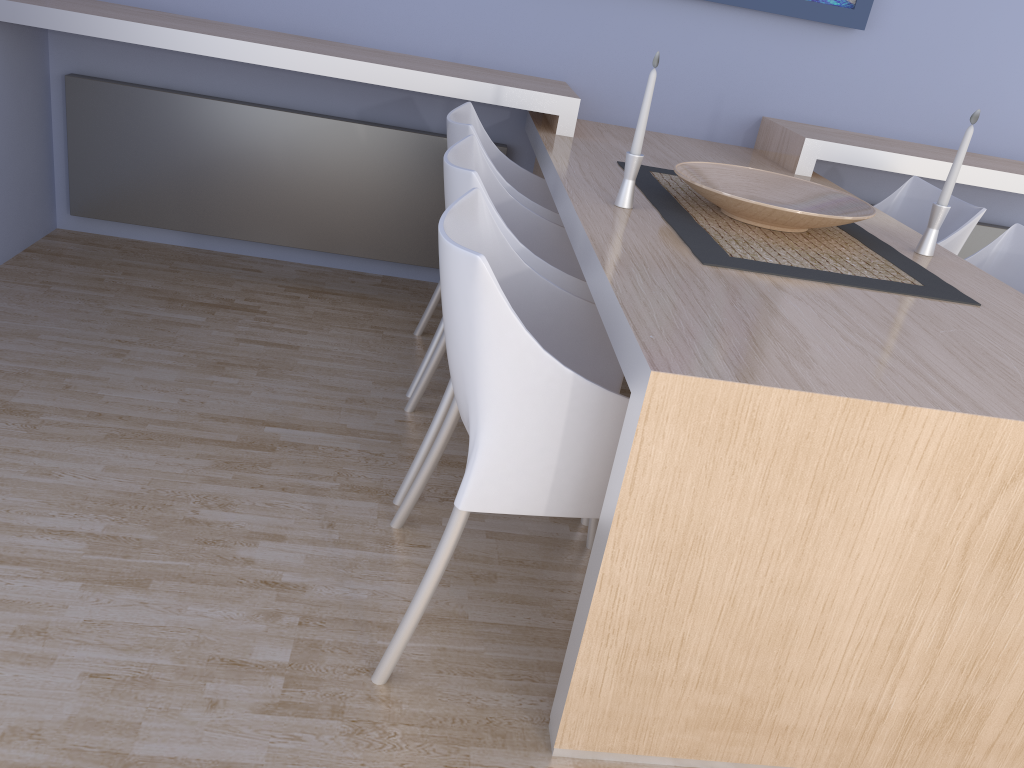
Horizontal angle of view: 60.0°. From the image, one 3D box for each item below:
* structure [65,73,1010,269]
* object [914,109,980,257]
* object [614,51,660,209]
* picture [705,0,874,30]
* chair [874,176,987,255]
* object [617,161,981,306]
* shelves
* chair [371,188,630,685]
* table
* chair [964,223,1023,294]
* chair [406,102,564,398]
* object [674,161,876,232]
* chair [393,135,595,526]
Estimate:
[{"bbox_3d":[0.289,-0.617,3.451,3.843,0.503,0.064,7,25,-7],"label":"structure"},{"bbox_3d":[1.039,-0.476,2.104,0.045,0.349,0.045,7,25,-7],"label":"object"},{"bbox_3d":[0.291,-0.574,2.012,0.045,0.349,0.045,26,29,31],"label":"object"},{"bbox_3d":[0.721,-1.760,2.936,1.252,0.901,0.049,7,25,-7],"label":"picture"},{"bbox_3d":[1.107,-0.260,2.865,0.486,0.793,0.510,7,25,-7],"label":"chair"},{"bbox_3d":[0.631,-0.408,2.210,0.594,0.005,0.986,7,25,-7],"label":"object"},{"bbox_3d":[0.247,-0.624,3.245,3.901,0.840,0.463,7,25,-7],"label":"shelves"},{"bbox_3d":[0.042,0.098,1.660,0.486,0.793,0.510,7,25,-7],"label":"chair"},{"bbox_3d":[0.556,-0.132,2.454,1.002,0.718,2.340,7,25,-7],"label":"table"},{"bbox_3d":[1.139,-0.009,2.335,0.486,0.793,0.510,8,25,-6],"label":"chair"},{"bbox_3d":[-0.021,-0.394,2.696,0.486,0.793,0.510,7,25,-7],"label":"chair"},{"bbox_3d":[0.635,-0.448,2.194,0.493,0.081,0.493,15,25,10],"label":"object"},{"bbox_3d":[0.011,-0.148,2.178,0.486,0.793,0.510,7,25,-7],"label":"chair"}]
